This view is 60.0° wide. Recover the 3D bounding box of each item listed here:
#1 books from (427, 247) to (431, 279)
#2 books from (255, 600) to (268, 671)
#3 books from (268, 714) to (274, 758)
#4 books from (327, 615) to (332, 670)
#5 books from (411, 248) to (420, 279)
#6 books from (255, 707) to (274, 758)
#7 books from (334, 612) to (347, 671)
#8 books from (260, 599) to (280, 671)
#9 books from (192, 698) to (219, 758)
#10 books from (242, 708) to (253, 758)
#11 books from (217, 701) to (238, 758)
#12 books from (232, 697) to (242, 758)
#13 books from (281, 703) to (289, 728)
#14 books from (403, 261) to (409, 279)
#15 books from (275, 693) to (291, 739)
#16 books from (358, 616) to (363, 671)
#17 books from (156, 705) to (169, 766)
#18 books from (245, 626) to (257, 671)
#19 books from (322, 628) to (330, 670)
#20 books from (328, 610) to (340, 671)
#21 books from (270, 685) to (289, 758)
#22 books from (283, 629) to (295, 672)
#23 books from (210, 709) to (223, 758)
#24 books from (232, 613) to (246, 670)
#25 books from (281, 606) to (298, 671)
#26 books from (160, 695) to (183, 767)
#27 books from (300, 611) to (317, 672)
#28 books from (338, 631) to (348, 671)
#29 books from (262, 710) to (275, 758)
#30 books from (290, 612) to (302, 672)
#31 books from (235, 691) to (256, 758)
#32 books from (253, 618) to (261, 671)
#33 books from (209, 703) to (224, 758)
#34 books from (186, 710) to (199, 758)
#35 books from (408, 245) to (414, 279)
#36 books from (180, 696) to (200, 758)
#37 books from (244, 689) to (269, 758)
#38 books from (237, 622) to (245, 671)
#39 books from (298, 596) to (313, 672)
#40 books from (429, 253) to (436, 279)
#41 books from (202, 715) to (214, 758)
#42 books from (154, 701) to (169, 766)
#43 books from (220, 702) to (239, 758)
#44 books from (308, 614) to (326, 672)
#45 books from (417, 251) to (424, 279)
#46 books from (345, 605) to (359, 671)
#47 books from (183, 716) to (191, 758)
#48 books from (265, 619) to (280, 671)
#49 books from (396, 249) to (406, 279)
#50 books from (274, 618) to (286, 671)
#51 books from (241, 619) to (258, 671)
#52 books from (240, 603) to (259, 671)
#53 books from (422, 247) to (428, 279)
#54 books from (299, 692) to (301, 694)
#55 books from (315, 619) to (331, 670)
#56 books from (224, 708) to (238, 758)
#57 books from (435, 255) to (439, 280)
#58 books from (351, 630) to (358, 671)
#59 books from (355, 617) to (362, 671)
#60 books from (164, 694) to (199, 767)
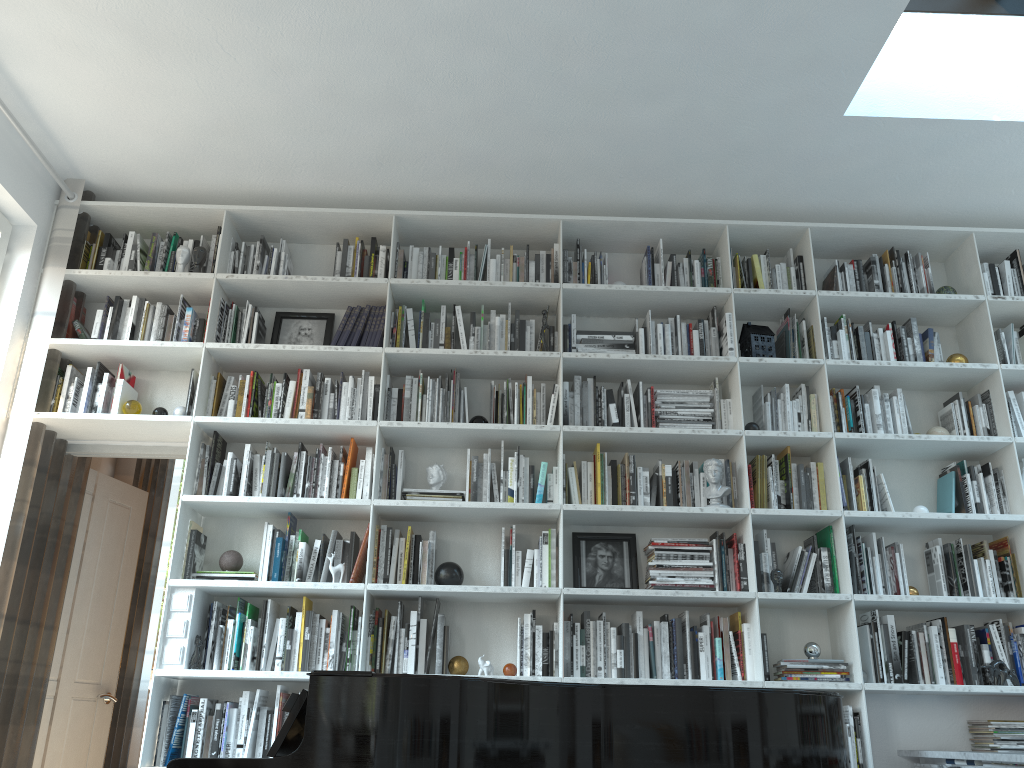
[{"bbox_3d":[-0.424,-0.551,4.551,0.012,0.249,0.174,1,-21,-1],"label":"books"},{"bbox_3d":[-1.077,1.112,3.882,0.019,0.299,0.180,1,-21,-1],"label":"books"},{"bbox_3d":[-1.002,1.512,3.756,0.013,0.208,0.155,1,-21,-1],"label":"books"},{"bbox_3d":[-0.787,1.152,3.897,0.010,0.245,0.160,1,-21,-1],"label":"books"},{"bbox_3d":[-0.493,-0.553,4.556,0.031,0.253,0.146,1,-21,-1],"label":"books"},{"bbox_3d":[-1.052,1.498,3.764,0.031,0.238,0.132,1,-21,-1],"label":"books"},{"bbox_3d":[-0.755,1.147,3.902,0.013,0.259,0.143,1,-21,-1],"label":"books"},{"bbox_3d":[-1.061,1.114,3.895,0.012,0.305,0.190,1,-21,-1],"label":"books"},{"bbox_3d":[-1.296,1.472,3.748,0.029,0.265,0.172,1,-21,-1],"label":"books"},{"bbox_3d":[-1.111,1.499,3.761,0.012,0.231,0.149,1,-21,-1],"label":"books"},{"bbox_3d":[-1.201,1.477,3.743,0.013,0.256,0.190,1,-21,-1],"label":"books"},{"bbox_3d":[-1.150,1.481,3.772,0.013,0.272,0.146,1,-21,-1],"label":"books"},{"bbox_3d":[-0.955,1.494,3.770,0.029,0.253,0.153,1,-21,-1],"label":"books"},{"bbox_3d":[-0.542,-0.517,4.551,0.024,0.182,0.134,1,-21,-1],"label":"books"},{"bbox_3d":[-0.975,1.468,3.760,0.012,0.294,0.177,1,-21,-1],"label":"books"},{"bbox_3d":[-0.648,1.144,3.916,0.024,0.279,0.136,1,-21,-1],"label":"books"},{"bbox_3d":[-1.445,1.482,3.743,0.029,0.238,0.155,1,-21,-1],"label":"books"},{"bbox_3d":[-1.120,1.162,3.861,0.016,0.188,0.184,1,-21,-1],"label":"books"},{"bbox_3d":[-0.805,1.177,3.892,0.023,0.193,0.140,1,-21,-1],"label":"books"},{"bbox_3d":[-0.771,1.137,3.885,0.021,0.264,0.186,1,-21,-1],"label":"books"},{"bbox_3d":[-0.987,1.450,3.758,0.014,0.324,0.171,1,-21,-1],"label":"books"},{"bbox_3d":[-0.956,1.171,3.866,0.029,0.181,0.191,1,-21,-1],"label":"books"},{"bbox_3d":[-1.221,1.491,3.734,0.028,0.222,0.189,1,-21,-1],"label":"books"},{"bbox_3d":[-1.179,1.134,3.869,0.009,0.243,0.185,1,-21,-1],"label":"books"},{"bbox_3d":[-0.977,1.127,3.892,0.014,0.281,0.151,1,-21,-1],"label":"books"},{"bbox_3d":[-1.425,1.459,3.735,0.011,0.276,0.190,1,-21,-1],"label":"books"},{"bbox_3d":[-0.882,1.136,3.881,0.028,0.259,0.182,1,-21,-1],"label":"books"},{"bbox_3d":[-0.729,1.184,3.888,0.041,0.180,0.142,1,-21,-1],"label":"books"},{"bbox_3d":[-1.022,1.504,3.759,0.028,0.224,0.135,1,-21,-1],"label":"books"},{"bbox_3d":[-0.928,1.142,3.889,0.026,0.253,0.177,1,-21,-1],"label":"books"},{"bbox_3d":[-1.130,1.467,3.770,0.027,0.298,0.143,1,-21,-1],"label":"books"},{"bbox_3d":[-1.105,1.156,3.901,0.016,0.229,0.137,1,-21,-1],"label":"books"},{"bbox_3d":[-1.246,1.492,3.769,0.022,0.247,0.134,1,-21,-1],"label":"books"},{"bbox_3d":[-1.322,1.491,3.734,0.022,0.219,0.188,1,-21,-1],"label":"books"},{"bbox_3d":[-0.519,-0.557,4.578,0.021,0.278,0.141,1,-21,-1],"label":"books"},{"bbox_3d":[-1.363,1.473,3.762,0.010,0.272,0.150,1,-21,-1],"label":"books"},{"bbox_3d":[-1.085,1.458,3.756,0.039,0.306,0.173,1,-21,-1],"label":"books"},{"bbox_3d":[-1.168,1.162,3.893,0.016,0.210,0.146,1,-21,-1],"label":"books"},{"bbox_3d":[-0.907,1.110,3.900,0.021,0.321,0.172,1,-21,-1],"label":"books"},{"bbox_3d":[-0.404,-0.535,4.532,0.029,0.207,0.179,1,-21,-1],"label":"books"},{"bbox_3d":[-1.270,1.512,3.757,0.025,0.199,0.137,1,-21,-1],"label":"books"},{"bbox_3d":[-1.466,1.480,3.758,0.012,0.253,0.161,1,-21,-1],"label":"books"},{"bbox_3d":[-1.189,1.478,3.738,0.010,0.251,0.178,1,-21,-1],"label":"books"},{"bbox_3d":[-0.855,1.144,3.884,0.028,0.248,0.159,1,-21,-1],"label":"books"},{"bbox_3d":[-0.466,-0.537,4.546,0.023,0.219,0.182,1,-21,-1],"label":"books"},{"bbox_3d":[-0.700,1.129,3.889,0.014,0.285,0.180,1,-21,-1],"label":"books"},{"bbox_3d":[-1.346,1.509,3.750,0.024,0.197,0.149,1,-21,-1],"label":"books"},{"bbox_3d":[-1.034,1.157,3.899,0.045,0.229,0.138,1,-21,-1],"label":"books"},{"bbox_3d":[-0.568,-0.549,4.546,0.029,0.236,0.157,1,-21,-1],"label":"books"},{"bbox_3d":[-0.998,1.151,3.883,0.027,0.229,0.159,1,-21,-1],"label":"books"},{"bbox_3d":[-1.136,1.150,3.870,0.015,0.218,0.191,1,-21,-1],"label":"books"},{"bbox_3d":[-1.146,1.116,3.876,0.007,0.285,0.183,1,-21,-1],"label":"books"},{"bbox_3d":[-0.442,-0.550,4.555,0.023,0.250,0.171,1,-21,-1],"label":"books"},{"bbox_3d":[-0.898,1.468,3.766,0.013,0.299,0.173,1,-21,-1],"label":"books"},{"bbox_3d":[-0.829,1.159,3.895,0.025,0.228,0.153,1,-21,-1],"label":"books"},{"bbox_3d":[-1.171,1.494,3.746,0.028,0.228,0.158,1,-21,-1],"label":"books"},{"bbox_3d":[-0.382,-0.529,4.545,0.014,0.206,0.167,1,-21,-1],"label":"books"},{"bbox_3d":[-0.683,1.188,3.902,0.023,0.186,0.131,1,-21,-1],"label":"books"},{"bbox_3d":[-0.665,1.154,3.888,0.010,0.239,0.175,1,-21,-1],"label":"books"},{"bbox_3d":[-1.394,1.460,3.745,0.052,0.282,0.173,1,-21,-1],"label":"books"}]
